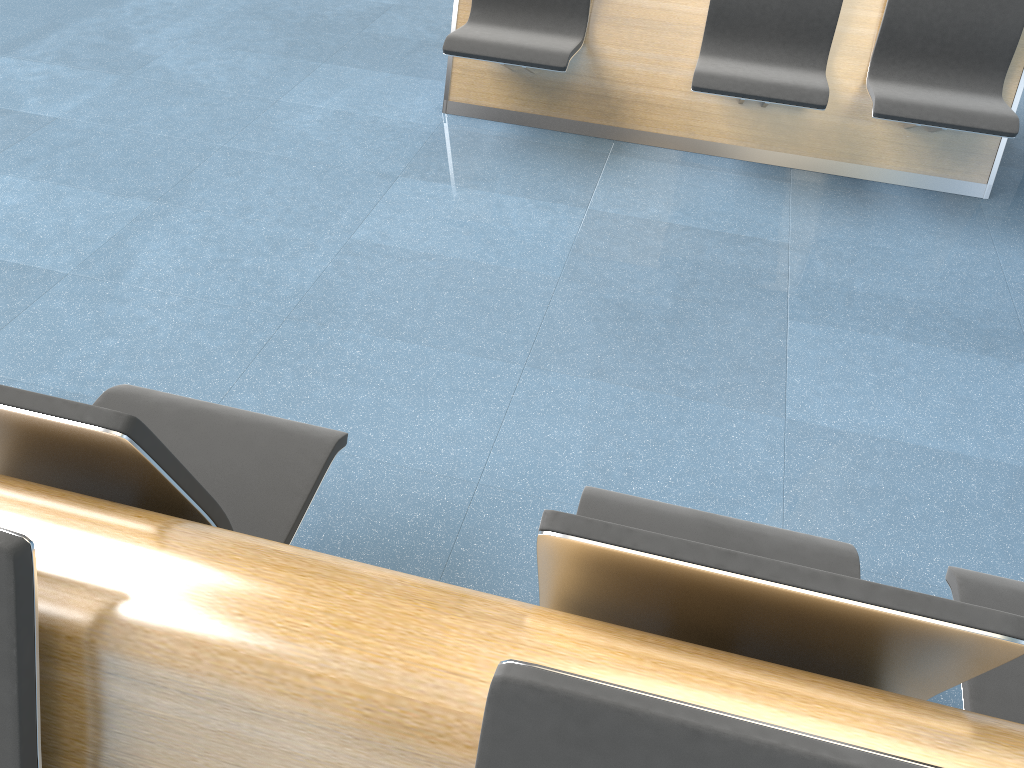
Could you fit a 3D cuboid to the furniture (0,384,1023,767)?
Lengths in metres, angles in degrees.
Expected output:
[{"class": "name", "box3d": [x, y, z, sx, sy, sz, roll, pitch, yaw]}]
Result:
[{"class": "furniture", "box3d": [0.067, 0.552, 1.125, 2.281, 0.896, 1.301, 12, 40, 9]}]

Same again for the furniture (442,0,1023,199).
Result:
[{"class": "furniture", "box3d": [0.911, -1.530, 3.705, 2.281, 0.896, 1.301, 12, 40, 9]}]
